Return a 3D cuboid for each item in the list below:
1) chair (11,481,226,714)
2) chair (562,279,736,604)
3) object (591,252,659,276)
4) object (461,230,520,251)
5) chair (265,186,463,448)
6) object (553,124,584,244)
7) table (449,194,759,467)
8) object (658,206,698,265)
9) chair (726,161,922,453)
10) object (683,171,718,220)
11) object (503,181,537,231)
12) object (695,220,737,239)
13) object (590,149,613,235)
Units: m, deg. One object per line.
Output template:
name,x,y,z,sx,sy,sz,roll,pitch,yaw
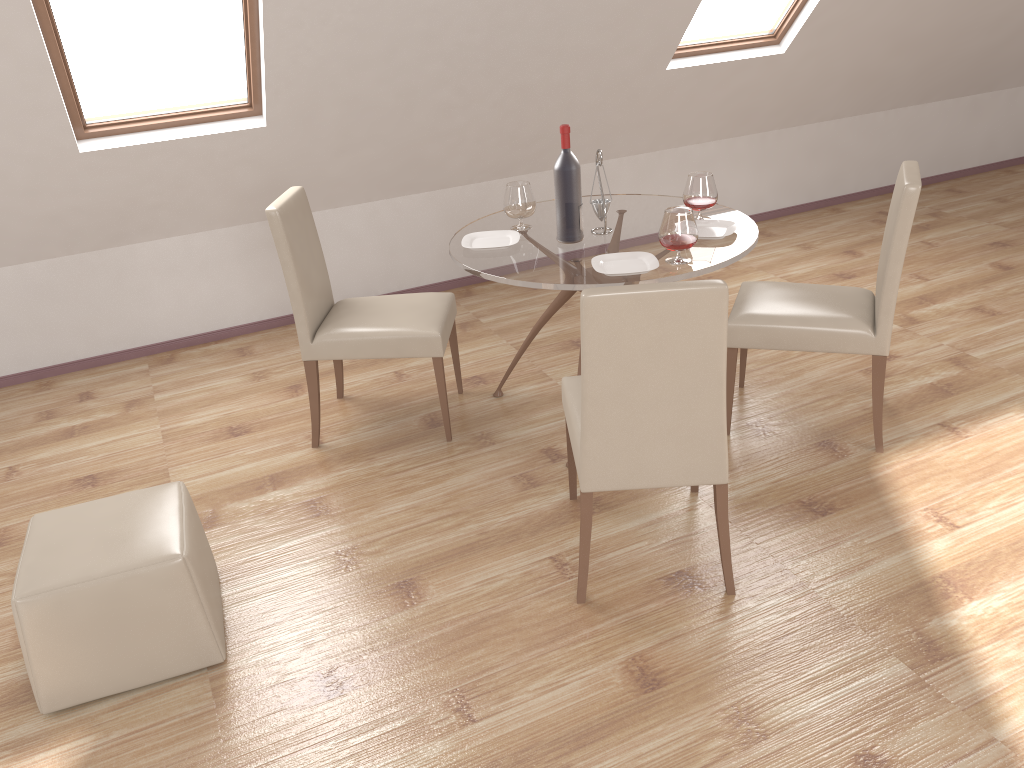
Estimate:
chair,-1.152,0.588,2.612,0.506,0.394,0.506,-13,27,-16
chair,0.398,0.076,2.715,0.477,0.999,0.618,-4,26,2
object,0.391,-0.412,3.075,0.228,0.020,0.228,-5,26,0
object,-0.082,-0.555,3.454,0.228,0.020,0.228,-3,26,3
chair,-0.570,-0.299,3.660,0.618,0.999,0.477,-3,26,5
object,0.208,-0.748,3.321,0.109,0.435,0.109,-17,28,-24
table,0.378,-0.251,3.655,1.198,0.770,1.198,-5,26,-1
object,0.575,-0.513,3.066,0.136,0.183,0.136,20,35,41
chair,1.164,-0.317,3.396,0.618,0.999,0.477,5,27,20
object,0.743,-0.738,3.501,0.136,0.183,0.136,20,35,41
object,0.032,-0.721,3.591,0.136,0.183,0.136,-3,26,4
object,0.736,-0.583,3.369,0.228,0.020,0.228,6,28,21
object,0.339,-0.742,3.417,0.086,0.322,0.096,10,29,27
